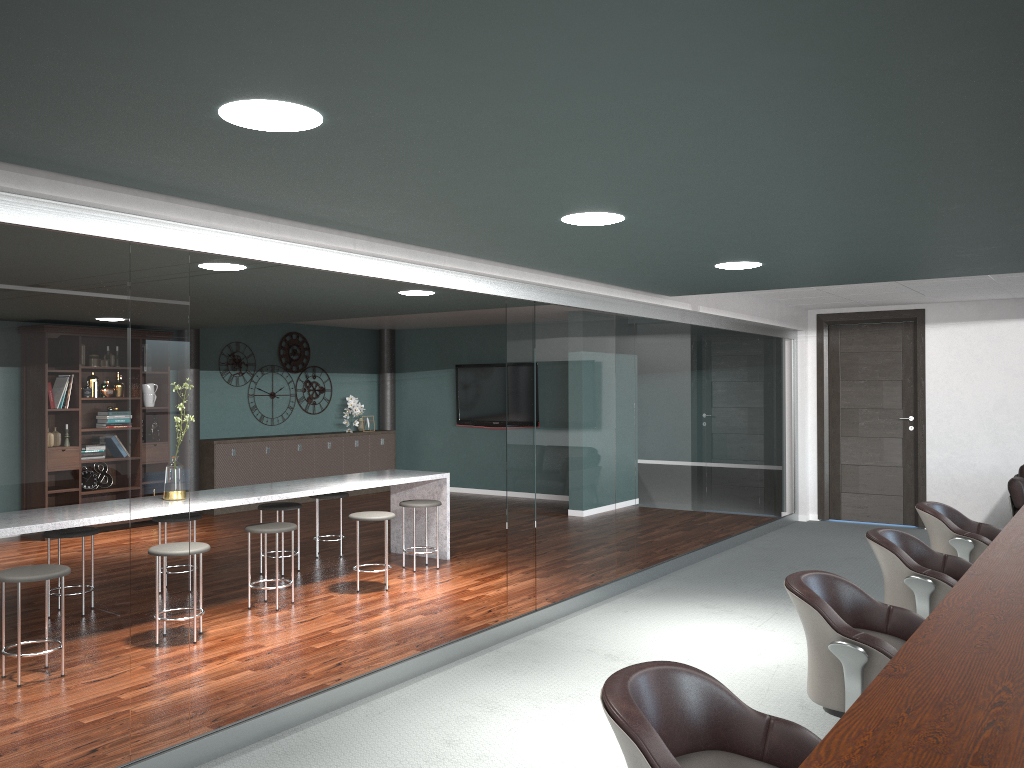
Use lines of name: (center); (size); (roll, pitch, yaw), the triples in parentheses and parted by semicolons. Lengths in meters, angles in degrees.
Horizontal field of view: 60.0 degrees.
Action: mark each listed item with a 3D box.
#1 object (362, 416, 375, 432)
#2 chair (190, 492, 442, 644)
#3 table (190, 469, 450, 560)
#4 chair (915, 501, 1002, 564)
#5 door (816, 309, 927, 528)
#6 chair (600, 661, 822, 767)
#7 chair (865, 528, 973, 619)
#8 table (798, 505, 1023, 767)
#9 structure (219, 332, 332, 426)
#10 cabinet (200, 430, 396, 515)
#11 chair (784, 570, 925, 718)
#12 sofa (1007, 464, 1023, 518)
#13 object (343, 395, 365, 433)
object: (-1.928, 0.532, 11.896); (0.174, 0.207, 0.042); (0, -1, -36)
chair: (-2.083, 1.155, 5.516); (1.479, 0.512, 4.029); (0, -1, 34)
table: (-2.052, 1.060, 5.458); (0.609, 0.699, 4.577); (0, -1, 35)
chair: (2.362, 1.006, 4.563); (0.518, 0.761, 0.535); (-1, -1, 41)
door: (3.632, 0.336, 8.965); (1.038, 2.130, 0.139); (0, -1, 35)
chair: (0.439, 0.993, 1.775); (0.518, 0.761, 0.535); (-1, -1, 41)
chair: (1.737, 1.001, 3.642); (0.523, 0.761, 0.533); (0, 0, 16)
table: (1.564, 1.017, 1.872); (1.374, 0.706, 6.694); (0, -1, 35)
structure: (-2.886, -0.074, 11.016); (0.017, 1.178, 1.791); (0, -1, 35)
cabinet: (-5.248, 1.025, 7.240); (0.402, 0.820, 12.287); (0, -1, 35)
chair: (1.121, 0.997, 2.764); (0.518, 0.761, 0.535); (-1, -1, 41)
sofa: (5.224, 1.023, 5.786); (1.976, 0.728, 4.057); (0, 0, -12)
object: (-2.092, 0.391, 11.792); (0.221, 0.495, 0.600); (0, 0, 9)
